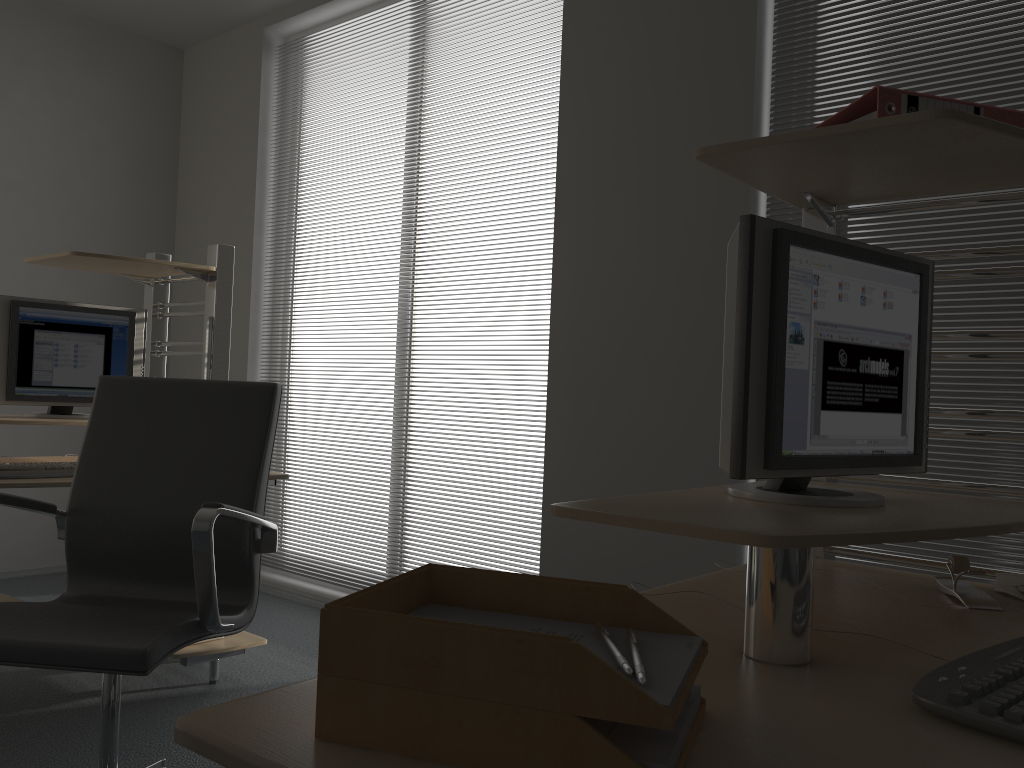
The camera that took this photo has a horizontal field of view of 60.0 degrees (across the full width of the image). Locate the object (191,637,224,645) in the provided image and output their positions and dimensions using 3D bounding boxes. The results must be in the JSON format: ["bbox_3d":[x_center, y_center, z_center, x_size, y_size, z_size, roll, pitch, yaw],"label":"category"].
[{"bbox_3d":[-1.234,0.681,3.202,0.471,0.422,0.199,2,-1,40],"label":"object"}]

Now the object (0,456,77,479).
[{"bbox_3d":[-1.635,0.289,2.988,0.478,0.082,0.814,3,-1,-42],"label":"object"}]

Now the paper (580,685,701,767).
[{"bbox_3d":[0.012,0.299,0.827,0.297,0.019,0.210,2,-1,19],"label":"paper"}]

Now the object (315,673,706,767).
[{"bbox_3d":[0.012,0.287,0.828,0.309,0.060,0.225,2,-1,19],"label":"object"}]

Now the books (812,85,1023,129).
[{"bbox_3d":[0.682,-0.424,1.550,0.320,0.072,0.262,3,-1,-18],"label":"books"}]

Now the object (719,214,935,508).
[{"bbox_3d":[0.499,-0.021,1.468,0.516,0.418,0.245,3,-1,-28],"label":"object"}]

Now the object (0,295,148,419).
[{"bbox_3d":[-1.623,-0.086,3.250,0.516,0.418,0.245,3,-1,-35],"label":"object"}]

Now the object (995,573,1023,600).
[{"bbox_3d":[0.865,0.341,1.487,0.022,0.042,0.134,3,-1,-8],"label":"object"}]

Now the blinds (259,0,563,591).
[{"bbox_3d":[-0.565,-0.405,4.093,1.950,2.749,0.037,2,-1,40],"label":"blinds"}]

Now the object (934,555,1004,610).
[{"bbox_3d":[0.760,0.326,1.479,0.054,0.064,0.159,2,-1,7],"label":"object"}]

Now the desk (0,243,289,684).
[{"bbox_3d":[-1.613,0.227,2.855,0.967,1.566,1.469,2,-1,40],"label":"desk"}]

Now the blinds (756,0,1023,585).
[{"bbox_3d":[1.579,-0.338,2.291,1.950,2.770,0.022,2,-1,40],"label":"blinds"}]

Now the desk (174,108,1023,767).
[{"bbox_3d":[0.525,0.293,1.057,0.967,1.566,1.469,2,-1,40],"label":"desk"}]

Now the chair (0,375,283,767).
[{"bbox_3d":[-0.891,0.504,2.007,0.584,1.048,0.652,2,-1,6],"label":"chair"}]

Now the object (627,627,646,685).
[{"bbox_3d":[0.111,0.243,0.794,0.008,0.009,0.159,2,-1,4],"label":"object"}]

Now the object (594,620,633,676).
[{"bbox_3d":[0.092,0.242,0.817,0.008,0.009,0.159,3,-1,-5],"label":"object"}]

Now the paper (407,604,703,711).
[{"bbox_3d":[0.014,0.248,0.828,0.297,0.010,0.210,2,-1,19],"label":"paper"}]

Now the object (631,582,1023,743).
[{"bbox_3d":[0.466,0.353,1.171,0.478,0.082,0.814,3,-1,-42],"label":"object"}]

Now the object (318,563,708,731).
[{"bbox_3d":[0.014,0.231,0.829,0.309,0.060,0.225,2,-1,19],"label":"object"}]
